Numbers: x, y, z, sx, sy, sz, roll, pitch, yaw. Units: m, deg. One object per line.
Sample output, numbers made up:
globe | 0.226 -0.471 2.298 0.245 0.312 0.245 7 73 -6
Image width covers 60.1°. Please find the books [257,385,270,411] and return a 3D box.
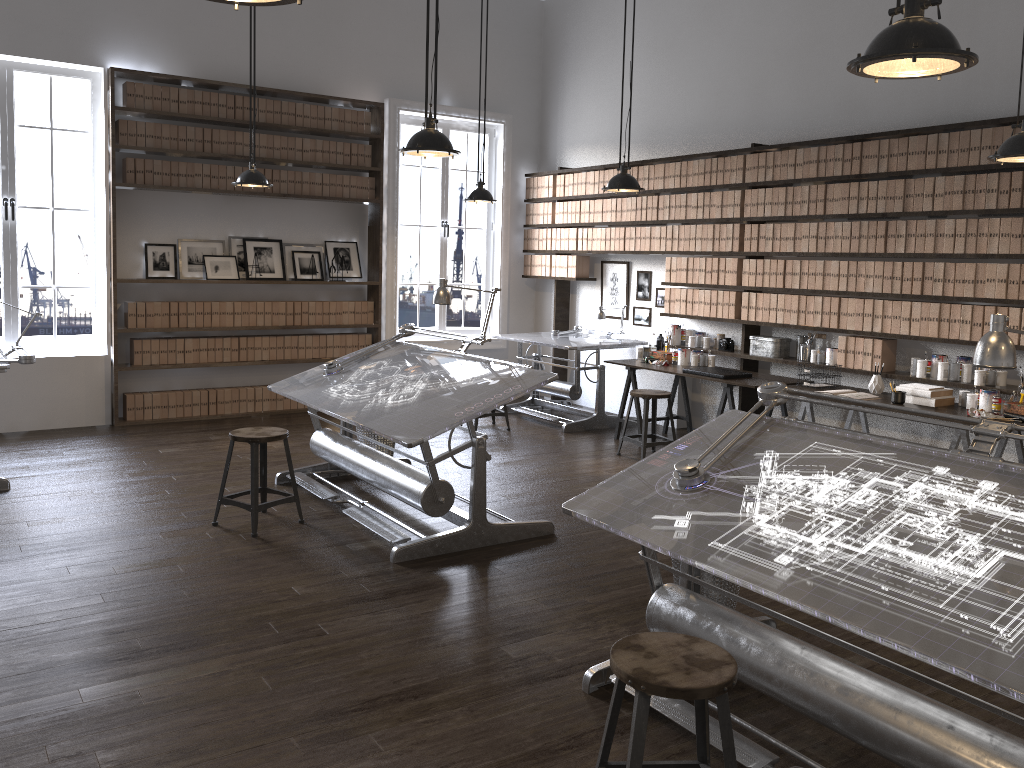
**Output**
books | -2.360 0.133 8.407 0.067 0.224 0.175 -2 7 -34

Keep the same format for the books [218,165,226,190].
books | -2.643 -1.860 8.012 0.067 0.224 0.175 -2 7 -34

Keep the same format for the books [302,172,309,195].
books | -1.996 -1.901 8.434 0.067 0.225 0.175 -2 7 -34

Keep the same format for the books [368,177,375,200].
books | -1.430 -1.939 8.817 0.067 0.224 0.175 -2 7 -34

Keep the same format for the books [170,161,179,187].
books | -2.984 -1.838 7.784 0.067 0.224 0.175 -2 7 -34

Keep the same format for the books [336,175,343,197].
books | -1.715 -1.921 8.629 0.067 0.224 0.175 -2 7 -34

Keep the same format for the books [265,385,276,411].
books | -2.308 0.130 8.443 0.067 0.224 0.175 -2 7 -34

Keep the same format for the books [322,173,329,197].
books | -1.829 -1.912 8.547 0.067 0.225 0.175 -2 7 -34

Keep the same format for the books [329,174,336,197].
books | -1.772 -1.917 8.589 0.067 0.224 0.175 -2 7 -34

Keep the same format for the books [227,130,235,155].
books | -2.569 -2.172 8.020 0.067 0.225 0.175 -2 7 -34

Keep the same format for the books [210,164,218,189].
books | -2.700 -1.856 7.972 0.067 0.224 0.175 -2 7 -34

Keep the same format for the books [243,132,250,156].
books | -2.451 -2.181 8.103 0.067 0.224 0.175 -2 7 -34

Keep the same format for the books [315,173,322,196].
books | -1.890 -1.909 8.508 0.067 0.224 0.175 -2 7 -34

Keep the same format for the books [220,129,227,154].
books | -2.624 -2.169 7.989 0.067 0.224 0.175 -2 7 -34

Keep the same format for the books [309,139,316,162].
books | -1.934 -2.215 8.449 0.067 0.224 0.175 -2 7 -34

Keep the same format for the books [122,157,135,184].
books | -3.285 -1.818 7.585 0.067 0.224 0.175 -2 7 -34

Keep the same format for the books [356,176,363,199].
books | -1.538 -1.931 8.739 0.067 0.225 0.175 -2 7 -34

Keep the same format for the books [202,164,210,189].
books | -2.757 -1.852 7.930 0.067 0.225 0.175 -2 7 -34

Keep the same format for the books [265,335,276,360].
books | -2.297 -0.348 8.404 0.067 0.224 0.175 -2 7 -34

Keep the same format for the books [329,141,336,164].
books | -1.764 -2.226 8.563 0.067 0.224 0.175 -2 7 -34

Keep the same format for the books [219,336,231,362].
books | -2.651 -0.324 8.162 0.067 0.224 0.175 -2 7 -34

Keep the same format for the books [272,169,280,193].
books | -2.233 -1.887 8.284 0.067 0.224 0.175 -2 7 -34

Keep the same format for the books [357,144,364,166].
books | -1.522 -2.242 8.725 0.067 0.224 0.175 -2 7 -34

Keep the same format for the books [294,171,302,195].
books | -2.056 -1.898 8.402 0.067 0.224 0.175 -2 7 -34

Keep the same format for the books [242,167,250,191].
books | -2.461 -1.871 8.125 0.067 0.225 0.175 -2 7 -34

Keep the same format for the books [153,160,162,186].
books | -3.099 -1.829 7.703 0.067 0.224 0.175 -2 7 -34

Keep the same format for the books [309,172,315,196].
books | -1.943 -1.905 8.475 0.067 0.224 0.175 -2 7 -34

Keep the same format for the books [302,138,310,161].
books | -1.985 -2.211 8.413 0.067 0.224 0.175 -2 7 -34

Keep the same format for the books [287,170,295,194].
books | -2.115 -1.894 8.362 0.067 0.224 0.175 -2 7 -34

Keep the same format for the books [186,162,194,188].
books | -2.871 -1.845 7.858 0.067 0.224 0.175 -2 7 -34

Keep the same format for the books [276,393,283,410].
books | -2.250 0.127 8.477 0.067 0.225 0.175 -2 7 -34

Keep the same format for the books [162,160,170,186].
books | -3.043 -1.834 7.745 0.067 0.224 0.175 -2 7 -34

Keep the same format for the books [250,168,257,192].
books | -2.411 -1.875 8.163 0.067 0.224 0.175 -2 7 -34

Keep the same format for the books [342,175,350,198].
books | -1.655 -1.924 8.665 0.067 0.224 0.175 -2 7 -34

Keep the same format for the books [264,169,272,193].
books | -2.293 -1.882 8.238 0.067 0.225 0.175 -2 7 -34

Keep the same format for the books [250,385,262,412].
books | -2.419 0.138 8.366 0.067 0.225 0.175 -2 7 -34

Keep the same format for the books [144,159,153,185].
books | -3.161 -1.826 7.667 0.067 0.224 0.175 -2 7 -34

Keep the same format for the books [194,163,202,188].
books | -2.818 -1.848 7.891 0.067 0.224 0.175 -2 7 -34

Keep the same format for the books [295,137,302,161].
books | -2.045 -2.207 8.371 0.067 0.225 0.175 -2 7 -34

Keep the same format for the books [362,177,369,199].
books | -1.488 -1.935 8.777 0.067 0.224 0.175 -2 7 -34

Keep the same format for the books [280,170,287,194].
books | -2.171 -1.890 8.320 0.067 0.224 0.175 -2 7 -34

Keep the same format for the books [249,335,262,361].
books | -2.412 -0.340 8.319 0.067 0.224 0.175 -2 7 -34

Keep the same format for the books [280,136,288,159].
books | -2.164 -2.200 8.298 0.067 0.224 0.175 -2 7 -34

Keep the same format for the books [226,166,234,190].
books | -2.583 -1.863 8.048 0.067 0.224 0.175 -2 7 -34

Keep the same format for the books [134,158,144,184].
books | -3.221 -1.821 7.621 0.067 0.225 0.175 -2 7 -34

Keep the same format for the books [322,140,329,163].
books | -1.823 -2.222 8.524 0.067 0.224 0.175 -2 7 -34

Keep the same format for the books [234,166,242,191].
books | -2.521 -1.867 8.085 0.067 0.224 0.175 -2 7 -34

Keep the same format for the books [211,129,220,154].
books | -2.680 -2.166 7.955 0.067 0.224 0.175 -2 7 -34

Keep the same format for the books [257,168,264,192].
books | -2.357 -1.879 8.202 0.067 0.224 0.175 -2 7 -34

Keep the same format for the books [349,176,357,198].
books | -1.593 -1.928 8.702 0.067 0.224 0.175 -2 7 -34

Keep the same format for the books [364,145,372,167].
books | -1.457 -2.246 8.765 0.067 0.224 0.175 -2 7 -34

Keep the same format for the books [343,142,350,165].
books | -1.646 -2.234 8.642 0.067 0.224 0.175 -2 7 -34

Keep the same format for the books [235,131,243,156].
books | -2.509 -2.176 8.060 0.067 0.224 0.175 -2 7 -34

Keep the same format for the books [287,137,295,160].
books | -2.105 -2.204 8.335 0.067 0.224 0.175 -2 7 -34

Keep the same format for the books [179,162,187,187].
books | -2.924 -1.840 7.817 0.067 0.225 0.175 -2 7 -34

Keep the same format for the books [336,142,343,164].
books | -1.703 -2.229 8.599 0.067 0.224 0.175 -2 7 -34

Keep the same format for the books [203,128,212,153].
books | -2.739 -2.161 7.909 0.067 0.225 0.175 -2 7 -34

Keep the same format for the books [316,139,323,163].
books | -1.876 -2.218 8.482 0.067 0.225 0.175 -2 7 -34
